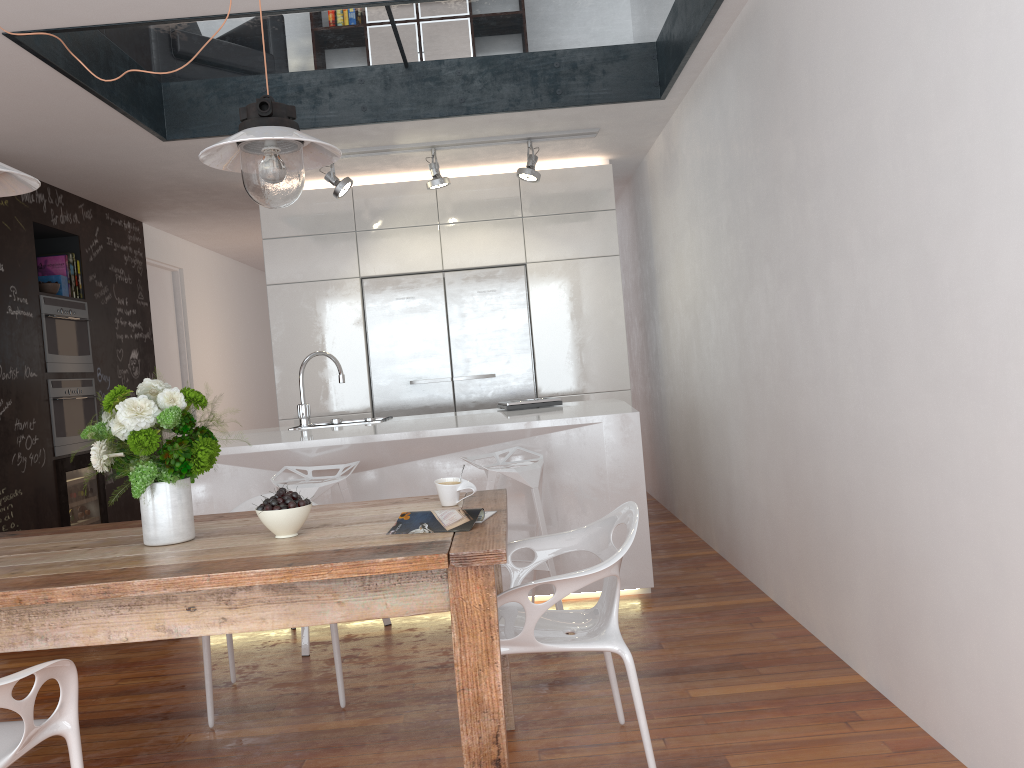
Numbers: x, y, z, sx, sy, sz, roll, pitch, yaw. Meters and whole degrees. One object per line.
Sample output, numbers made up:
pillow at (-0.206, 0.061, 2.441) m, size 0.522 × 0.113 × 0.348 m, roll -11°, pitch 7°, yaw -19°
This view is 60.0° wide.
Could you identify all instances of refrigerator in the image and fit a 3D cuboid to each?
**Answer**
refrigerator at (-0.388, 0.140, 6.029) m, size 1.119 × 1.811 × 0.142 m, roll -5°, pitch 1°, yaw 0°

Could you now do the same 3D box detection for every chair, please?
chair at (-1.238, 0.840, 1.825) m, size 0.577 × 0.710 × 0.505 m, roll -5°, pitch 1°, yaw 5°
chair at (0.041, 0.671, 3.833) m, size 0.428 × 0.765 × 0.492 m, roll -4°, pitch 1°, yaw 45°
chair at (0.128, 0.711, 2.499) m, size 0.505 × 0.710 × 0.577 m, roll -5°, pitch 1°, yaw -5°
chair at (-0.871, 0.784, 3.256) m, size 0.577 × 0.710 × 0.505 m, roll -5°, pitch 1°, yaw -10°
chair at (-0.859, 0.748, 3.898) m, size 0.492 × 0.765 × 0.428 m, roll -5°, pitch 1°, yaw 10°

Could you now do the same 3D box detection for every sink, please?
sink at (-0.929, 0.099, 4.815) m, size 0.492 × 0.570 × 0.459 m, roll -5°, pitch 1°, yaw 0°

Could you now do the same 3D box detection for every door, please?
door at (-2.850, 0.121, 7.350) m, size 0.120 × 2.236 × 0.823 m, roll -5°, pitch 1°, yaw 0°

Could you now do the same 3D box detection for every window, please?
window at (-0.545, -1.704, 4.020) m, size 2.700 × 0.035 × 1.546 m, roll -5°, pitch 1°, yaw 0°

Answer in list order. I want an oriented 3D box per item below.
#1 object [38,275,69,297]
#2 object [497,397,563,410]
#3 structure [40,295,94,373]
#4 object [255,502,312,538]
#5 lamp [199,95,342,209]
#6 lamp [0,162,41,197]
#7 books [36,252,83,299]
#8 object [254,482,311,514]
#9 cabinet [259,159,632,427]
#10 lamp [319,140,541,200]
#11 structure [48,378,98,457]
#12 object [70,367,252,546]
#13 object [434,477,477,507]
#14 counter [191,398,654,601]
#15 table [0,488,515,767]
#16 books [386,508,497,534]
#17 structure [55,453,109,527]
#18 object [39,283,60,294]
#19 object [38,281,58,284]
object at (-2.907, -0.614, 5.625) m, size 0.136 × 0.136 × 0.110 m, roll -5°, pitch 1°, yaw -7°
object at (0.090, 0.104, 4.781) m, size 0.298 × 0.036 × 0.325 m, roll -5°, pitch 1°, yaw -10°
structure at (-2.765, -0.305, 5.563) m, size 0.052 × 0.462 × 0.585 m, roll -5°, pitch 1°, yaw 0°
object at (-0.593, 0.358, 2.321) m, size 0.146 × 0.079 × 0.146 m, roll -5°, pitch 1°, yaw 8°
lamp at (-0.648, -0.626, 2.389) m, size 0.372 × 0.306 × 0.372 m, roll -6°, pitch 1°, yaw -39°
lamp at (-1.478, -0.555, 2.384) m, size 0.372 × 0.306 × 0.372 m, roll -5°, pitch 1°, yaw -6°
books at (-2.954, -0.695, 5.767) m, size 0.230 × 0.303 × 0.152 m, roll -5°, pitch 1°, yaw 0°
object at (-0.597, 0.308, 2.320) m, size 0.159 × 0.095 × 0.141 m, roll -5°, pitch 1°, yaw -15°
cabinet at (-0.421, -0.208, 6.479) m, size 2.404 × 2.506 × 0.946 m, roll -5°, pitch 1°, yaw 0°
lamp at (-0.490, -1.282, 5.319) m, size 1.324 × 0.254 × 0.154 m, roll -5°, pitch 1°, yaw 0°
structure at (-2.722, 0.196, 5.572) m, size 0.052 × 0.462 × 0.585 m, roll -5°, pitch 1°, yaw 0°
object at (-0.963, 0.189, 2.418) m, size 0.371 × 0.476 × 0.432 m, roll -4°, pitch 1°, yaw 41°
object at (-0.163, 0.317, 2.614) m, size 0.127 × 0.078 × 0.082 m, roll -5°, pitch 1°, yaw 5°
counter at (-0.518, 0.637, 4.579) m, size 2.289 × 0.903 × 0.956 m, roll -5°, pitch 1°, yaw 0°
table at (-0.934, 0.795, 2.404) m, size 1.910 × 0.735 × 0.969 m, roll -5°, pitch 1°, yaw 0°
books at (-0.179, 0.346, 2.318) m, size 0.218 × 0.035 × 0.267 m, roll -5°, pitch 1°, yaw 14°
structure at (-2.660, 0.825, 5.582) m, size 0.081 × 0.763 × 0.582 m, roll -5°, pitch 1°, yaw 0°
object at (-2.866, -0.581, 5.483) m, size 0.132 × 0.069 × 0.132 m, roll -4°, pitch 1°, yaw 33°
object at (-2.859, -0.616, 5.484) m, size 0.077 × 0.042 × 0.116 m, roll -5°, pitch 1°, yaw 13°
